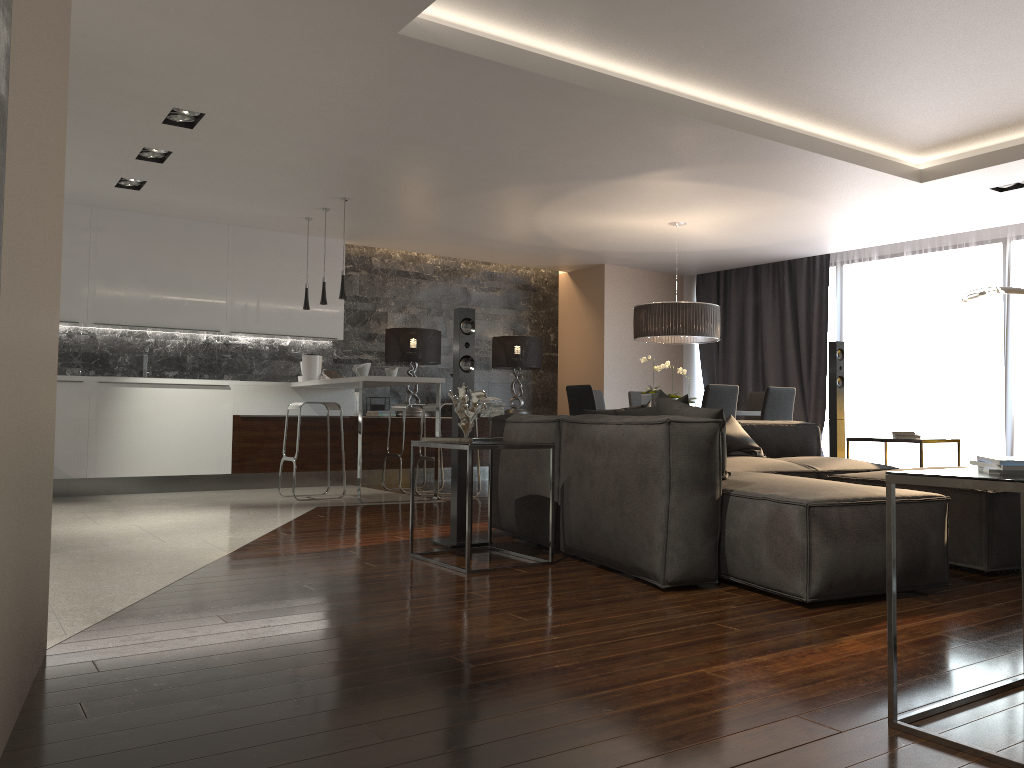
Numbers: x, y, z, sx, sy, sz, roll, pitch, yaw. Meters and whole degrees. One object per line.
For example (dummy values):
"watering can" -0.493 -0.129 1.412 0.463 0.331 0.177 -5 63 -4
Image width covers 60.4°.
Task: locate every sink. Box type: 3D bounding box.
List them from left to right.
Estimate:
"sink" -3.151 -0.058 8.025 1.213 0.521 0.483 2 -3 -34

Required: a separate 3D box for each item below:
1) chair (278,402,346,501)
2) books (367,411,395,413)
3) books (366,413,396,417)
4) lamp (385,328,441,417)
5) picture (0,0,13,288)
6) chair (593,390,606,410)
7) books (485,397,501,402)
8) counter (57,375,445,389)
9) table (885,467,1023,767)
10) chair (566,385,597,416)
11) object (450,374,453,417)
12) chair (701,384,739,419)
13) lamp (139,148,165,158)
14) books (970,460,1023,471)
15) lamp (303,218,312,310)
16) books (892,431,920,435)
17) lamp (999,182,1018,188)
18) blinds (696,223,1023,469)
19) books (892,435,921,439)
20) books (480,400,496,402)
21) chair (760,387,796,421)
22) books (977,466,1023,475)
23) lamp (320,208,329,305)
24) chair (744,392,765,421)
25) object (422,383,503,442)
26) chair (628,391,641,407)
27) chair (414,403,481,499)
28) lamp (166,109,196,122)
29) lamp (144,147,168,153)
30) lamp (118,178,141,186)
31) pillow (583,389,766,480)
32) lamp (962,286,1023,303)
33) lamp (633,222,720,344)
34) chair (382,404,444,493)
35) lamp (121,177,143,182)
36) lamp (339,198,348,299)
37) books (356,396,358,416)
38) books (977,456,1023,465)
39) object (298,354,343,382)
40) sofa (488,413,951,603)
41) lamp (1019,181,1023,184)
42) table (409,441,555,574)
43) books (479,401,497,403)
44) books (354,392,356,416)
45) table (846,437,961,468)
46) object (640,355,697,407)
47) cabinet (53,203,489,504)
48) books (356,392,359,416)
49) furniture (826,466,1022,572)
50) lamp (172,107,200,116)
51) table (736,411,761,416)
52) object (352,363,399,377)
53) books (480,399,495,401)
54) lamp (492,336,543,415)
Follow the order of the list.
"chair" -1.665 0.551 7.349 0.453 0.800 0.399 3 -3 -34
"books" -1.338 0.286 8.980 0.158 0.024 0.239 -1 -3 36
"books" -1.338 0.315 8.989 0.171 0.034 0.255 -1 -3 35
"lamp" -1.073 -0.114 9.508 0.625 0.934 0.560 3 -4 -43
"picture" -0.656 -0.729 1.042 0.030 1.166 0.720 2 -3 -22
"chair" 0.871 0.532 8.428 0.450 0.965 0.542 3 -3 -34
"books" -0.301 0.174 10.092 0.285 0.109 0.309 2 -3 -24
"counter" -2.973 -0.053 7.005 4.239 0.041 2.553 2 -3 -34
"table" 1.209 0.481 1.961 0.632 0.563 0.427 2 -3 -34
"chair" 0.791 0.499 7.611 0.602 0.965 0.406 3 -3 -34
"object" -0.599 0.130 9.863 0.204 0.486 0.212 0 -3 14
"chair" 1.569 0.495 7.342 0.450 0.965 0.542 3 -3 -34
"lamp" -2.565 -1.647 6.254 0.167 0.077 0.186 -1 -3 39
"books" 1.229 0.184 1.974 0.313 0.011 0.257 0 -2 10
"lamp" -1.876 -1.102 8.066 0.061 0.846 0.055 3 -3 -34
"books" 2.715 0.339 6.061 0.147 0.022 0.215 -1 -3 33
"lamp" 3.849 -1.571 6.862 0.186 0.077 0.167 2 -3 -39
"blinds" 4.599 -0.389 8.553 0.790 2.895 7.088 3 -4 -41
"books" 2.710 0.361 6.046 0.158 0.023 0.238 0 -2 17
"books" -0.334 0.195 10.023 0.252 0.011 0.320 0 -2 4
"chair" 2.175 0.516 7.763 0.450 0.965 0.542 3 -3 -34
"books" 1.233 0.195 1.982 0.308 0.011 0.261 0 -2 20
"lamp" -1.639 -1.114 7.697 0.061 0.846 0.055 3 -3 -34
"chair" 2.274 0.550 8.614 0.602 0.965 0.406 3 -3 -34
"object" -0.236 0.136 4.306 0.273 0.288 0.296 -1 -3 26
"chair" 1.477 0.553 8.848 0.450 0.965 0.542 3 -3 -34
"chair" -0.555 0.570 7.606 0.453 0.800 0.399 3 -3 -34
"lamp" -2.067 -1.674 5.481 0.167 0.077 0.186 -1 -3 39
"lamp" -2.472 -1.652 6.110 0.186 0.077 0.168 2 -3 -34
"lamp" -3.060 -1.621 7.026 0.169 0.077 0.184 -1 -3 27
"pillow" 0.815 0.269 4.945 1.022 0.431 2.168 0 -2 20
"lamp" 5.503 0.076 6.267 4.025 1.780 0.611 -1 -3 34
"lamp" 1.532 -0.954 8.172 0.820 1.103 0.788 1 -3 -10
"chair" -0.917 0.589 8.168 0.453 0.800 0.399 3 -3 -34
"lamp" -2.967 -1.626 6.882 0.168 0.077 0.185 -1 -3 32
"lamp" -1.402 -1.127 7.329 0.061 0.846 0.055 3 -3 -34
"books" -1.608 0.226 8.954 0.021 0.205 0.147 3 -3 -33
"books" 1.234 0.173 1.969 0.311 0.011 0.259 0 -2 15
"object" -1.926 -0.141 8.887 0.431 0.298 0.552 2 -3 -21
"sofa" 1.420 0.519 4.744 2.592 0.704 2.618 1 -3 -24
"lamp" 3.942 -1.576 6.719 0.184 0.077 0.170 1 -3 -22
"table" -0.151 0.558 4.198 0.474 0.563 0.570 2 -3 -34
"books" -0.318 0.206 10.035 0.252 0.011 0.320 0 -2 4
"books" -1.626 0.206 8.941 0.020 0.244 0.166 3 -3 -33
"table" 2.690 0.654 6.055 0.474 0.563 0.570 2 -3 -34
"object" 1.421 -0.006 8.118 0.605 0.501 0.294 3 -3 -38
"cabinet" -1.271 -0.303 7.185 7.279 2.502 4.219 2 -3 -34
"books" -1.599 0.208 8.985 0.025 0.243 0.166 3 -3 -33
"furniture" 2.372 0.647 4.521 1.144 0.440 1.047 2 -3 -24
"lamp" -1.974 -1.679 5.337 0.186 0.077 0.168 2 -3 -34
"table" 1.530 0.626 8.090 1.685 0.760 0.987 2 -3 -34
"object" -1.159 -0.109 7.421 0.460 0.133 0.178 2 -3 -34
"books" -0.339 0.184 10.017 0.250 0.011 0.323 0 -2 9
"lamp" 0.061 -0.074 10.297 0.602 0.934 0.582 1 -3 -7
